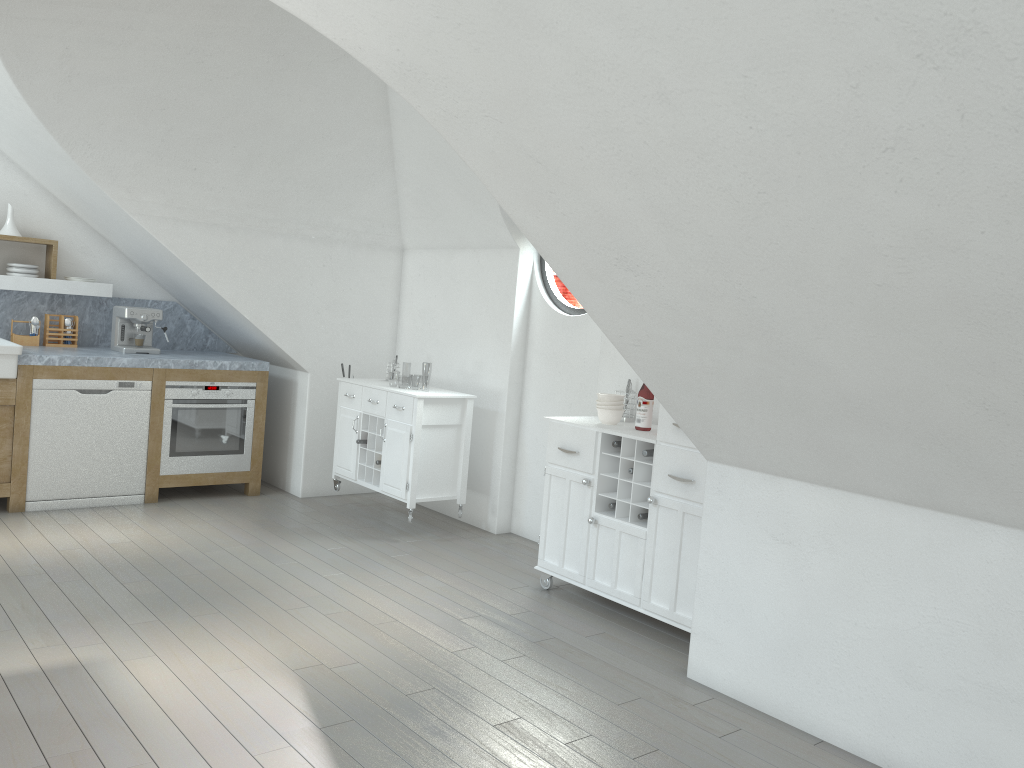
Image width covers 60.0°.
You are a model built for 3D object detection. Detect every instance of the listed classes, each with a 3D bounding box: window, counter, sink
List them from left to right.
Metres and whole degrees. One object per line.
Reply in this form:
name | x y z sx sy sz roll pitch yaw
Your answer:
counter | -4.428 -0.500 4.680 6.571 0.619 0.963 1 5 -40
sink | -3.537 -0.174 5.237 1.020 0.201 0.729 1 6 -40
window | 0.466 -0.824 5.558 0.060 0.898 0.902 3 4 -40

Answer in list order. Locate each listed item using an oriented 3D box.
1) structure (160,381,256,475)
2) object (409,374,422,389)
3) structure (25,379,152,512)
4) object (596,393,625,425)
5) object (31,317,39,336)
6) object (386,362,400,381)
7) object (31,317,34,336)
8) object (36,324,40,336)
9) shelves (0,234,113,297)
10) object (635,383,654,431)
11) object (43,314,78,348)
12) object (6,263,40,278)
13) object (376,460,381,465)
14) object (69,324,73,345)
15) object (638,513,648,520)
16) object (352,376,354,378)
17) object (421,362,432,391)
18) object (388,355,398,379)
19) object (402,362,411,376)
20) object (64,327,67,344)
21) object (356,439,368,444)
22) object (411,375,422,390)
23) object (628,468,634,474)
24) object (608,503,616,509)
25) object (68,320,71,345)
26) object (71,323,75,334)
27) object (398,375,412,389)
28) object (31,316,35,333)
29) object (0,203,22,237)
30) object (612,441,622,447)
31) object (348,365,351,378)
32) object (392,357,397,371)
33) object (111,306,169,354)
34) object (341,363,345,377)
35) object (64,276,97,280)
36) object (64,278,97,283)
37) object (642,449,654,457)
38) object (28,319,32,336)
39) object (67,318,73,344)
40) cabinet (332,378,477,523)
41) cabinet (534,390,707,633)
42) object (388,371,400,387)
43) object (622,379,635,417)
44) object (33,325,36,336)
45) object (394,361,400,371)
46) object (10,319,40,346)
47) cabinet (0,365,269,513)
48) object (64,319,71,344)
structure | -2.265 0.267 6.320 0.632 0.635 0.632 2 5 -40
object | -0.628 -0.013 5.853 0.095 0.093 0.093 7 4 38
structure | -2.856 0.350 5.844 0.723 0.821 0.600 2 4 -40
object | 0.513 0.131 4.640 0.157 0.160 0.154 4 4 -12
object | -3.241 -0.360 6.024 0.040 0.192 0.042 5 3 -3
object | -0.844 -0.082 6.281 0.067 0.137 0.101 2 4 -40
object | -3.273 -0.362 6.046 0.018 0.196 0.020 3 3 -30
object | -3.237 -0.349 6.038 0.044 0.178 0.019 7 3 35
shelves | -4.894 -1.330 4.488 0.481 1.360 5.547 8 5 44
object | 0.677 0.071 4.486 0.081 0.329 0.081 2 4 -44
object | -3.145 -0.372 6.182 0.200 0.222 0.104 2 4 -40
object | -3.493 -0.826 5.871 0.656 0.195 0.198 1 5 -40
object | -0.755 0.513 5.828 0.316 0.083 0.082 1 5 -40
object | -3.085 -0.358 6.200 0.022 0.196 0.019 3 3 -39
object | 0.740 0.633 4.325 0.358 0.081 0.081 1 5 -42
object | -1.137 0.056 6.289 0.038 0.262 0.038 4 3 -7
object | -0.554 -0.045 5.738 0.063 0.187 0.063 7 3 35
object | -0.843 -0.118 6.290 0.054 0.175 0.039 2 4 -40
object | -0.700 -0.058 5.862 0.048 0.169 0.048 7 3 38
object | -3.126 -0.352 6.206 0.019 0.178 0.044 2 4 -42
object | -0.901 0.389 5.952 0.317 0.085 0.082 1 5 -39
object | -0.627 -0.009 5.762 0.071 0.098 0.071 4 3 -17
object | 0.699 0.425 4.401 0.330 0.085 0.085 1 5 -40
object | 0.635 0.611 4.462 0.331 0.085 0.156 1 5 -39
object | -3.091 -0.358 6.190 0.018 0.196 0.020 4 3 -18
object | -3.090 -0.350 6.220 0.019 0.178 0.044 6 3 28
object | -0.702 -0.011 5.798 0.077 0.085 0.077 7 4 38
object | -3.272 -0.366 6.062 0.040 0.192 0.042 5 3 -2
object | -3.377 -1.104 5.968 0.156 0.218 0.156 7 4 31
object | 0.639 0.304 4.469 0.359 0.094 0.093 1 5 -39
object | -1.149 -0.004 6.262 0.029 0.268 0.088 4 3 -13
object | -0.834 -0.113 6.256 0.024 0.164 0.039 3 3 -27
object | -2.589 -0.372 6.230 0.324 0.320 0.387 2 5 -40
object | -1.183 -0.010 6.304 0.088 0.268 0.029 6 3 23
object | -3.050 -0.738 6.264 0.214 0.025 0.213 8 5 37
object | -3.050 -0.729 6.264 0.214 0.025 0.213 8 5 37
object | 0.764 0.331 4.304 0.359 0.084 0.088 1 5 -40
object | -3.269 -0.350 6.017 0.019 0.178 0.044 5 3 15
object | -3.117 -0.365 6.218 0.040 0.192 0.042 5 3 9
cabinet | -0.784 0.406 5.958 0.496 0.788 1.137 2 5 -40
cabinet | 0.719 0.579 4.444 0.609 1.152 1.245 2 4 -40
object | -0.779 -0.030 5.834 0.081 0.105 0.082 3 4 -27
object | 0.625 0.079 4.858 0.065 0.209 0.116 3 4 -38
object | -3.253 -0.359 6.038 0.018 0.196 0.023 2 4 -45
object | -0.835 -0.101 6.284 0.029 0.136 0.097 3 4 -37
object | -3.311 -0.349 6.032 0.173 0.171 0.100 2 4 -38
cabinet | -4.538 0.317 4.653 6.425 1.020 1.006 1 5 -40
object | -3.095 -0.360 6.174 0.040 0.192 0.042 5 3 10
